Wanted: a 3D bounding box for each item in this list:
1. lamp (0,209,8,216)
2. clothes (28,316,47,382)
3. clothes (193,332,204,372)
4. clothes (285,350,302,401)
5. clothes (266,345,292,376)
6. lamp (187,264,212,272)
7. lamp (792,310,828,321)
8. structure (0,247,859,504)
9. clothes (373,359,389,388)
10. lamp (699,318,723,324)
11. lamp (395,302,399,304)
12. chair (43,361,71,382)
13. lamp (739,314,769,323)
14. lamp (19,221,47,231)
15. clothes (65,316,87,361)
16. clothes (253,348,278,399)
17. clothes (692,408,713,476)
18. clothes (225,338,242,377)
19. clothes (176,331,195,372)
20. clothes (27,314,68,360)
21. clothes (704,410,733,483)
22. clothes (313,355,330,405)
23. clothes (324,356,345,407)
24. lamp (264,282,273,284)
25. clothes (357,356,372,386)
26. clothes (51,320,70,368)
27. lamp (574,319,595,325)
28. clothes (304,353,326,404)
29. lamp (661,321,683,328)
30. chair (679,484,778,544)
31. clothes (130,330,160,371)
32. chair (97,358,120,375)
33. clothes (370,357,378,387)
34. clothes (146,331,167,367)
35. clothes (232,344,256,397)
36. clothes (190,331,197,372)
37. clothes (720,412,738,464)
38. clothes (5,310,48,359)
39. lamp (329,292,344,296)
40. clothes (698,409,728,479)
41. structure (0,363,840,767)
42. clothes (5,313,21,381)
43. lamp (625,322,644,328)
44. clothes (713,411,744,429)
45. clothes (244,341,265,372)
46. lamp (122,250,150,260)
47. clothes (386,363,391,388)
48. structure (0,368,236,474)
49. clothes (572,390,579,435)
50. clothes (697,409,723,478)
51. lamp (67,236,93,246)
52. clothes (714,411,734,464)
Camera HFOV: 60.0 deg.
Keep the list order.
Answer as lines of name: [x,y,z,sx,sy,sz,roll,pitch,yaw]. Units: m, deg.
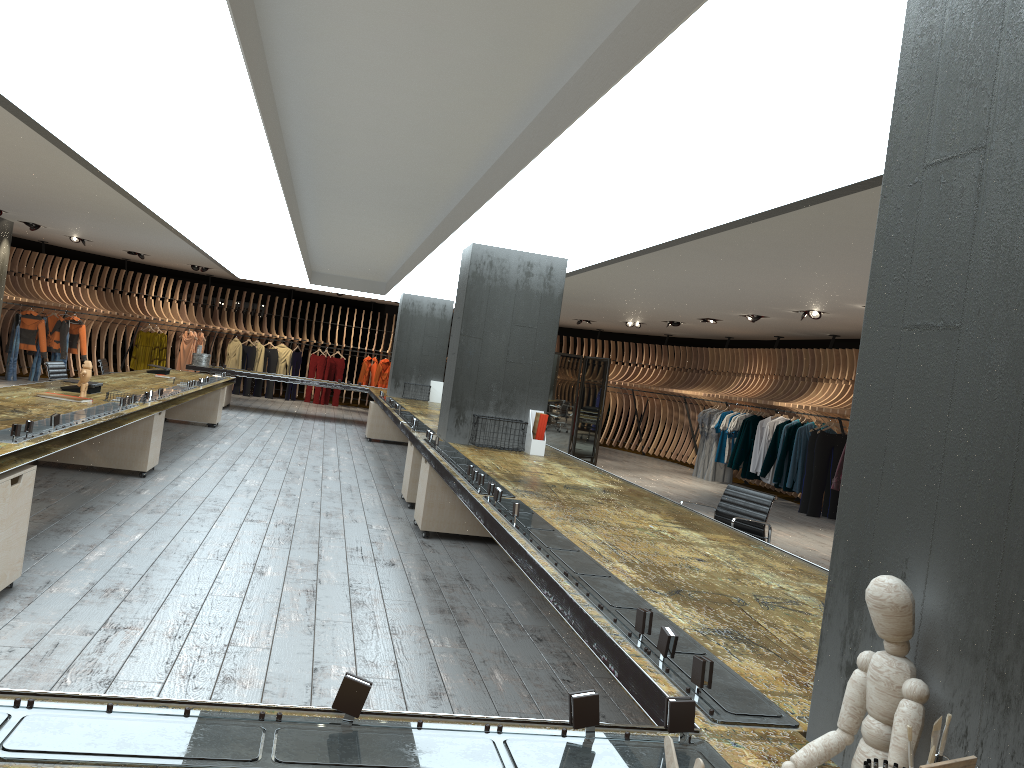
lamp: [-7.665,-2.625,13.098,0.269,0.292,0.493,8,0,-12]
clothes: [-9.217,-0.613,17.206,0.200,1.422,0.309,8,0,-20]
clothes: [-7.305,-0.630,20.588,0.448,1.156,0.125,8,0,43]
clothes: [-5.393,-0.153,21.879,0.087,1.353,0.539,8,0,13]
clothes: [-5.687,-0.519,21.712,0.705,0.890,0.250,8,0,9]
lamp: [-6.728,-2.570,19.155,0.269,0.297,0.492,8,0,38]
lamp: [3.974,-0.986,11.781,0.269,0.301,0.493,8,0,-12]
structure: [-0.535,0.008,5.193,14.875,2.440,36.573,8,1,-12]
clothes: [-3.267,-0.206,22.372,0.201,0.881,0.839,8,0,18]
lamp: [3.328,-1.119,14.904,0.269,0.294,0.493,8,0,-12]
lamp: [-2.608,-2.022,21.192,0.492,0.298,0.269,8,0,-3]
chair: [-4.876,0.211,9.879,0.667,0.859,0.694,8,0,-16]
lamp: [3.652,-1.058,13.343,0.269,0.286,0.493,8,0,-12]
lamp: [-7.930,-2.682,14.668,0.269,0.292,0.493,8,0,-5]
clothes: [-8.962,-0.944,18.044,0.840,0.881,0.200,8,0,18]
clothes: [-5.992,-0.228,21.572,0.539,1.353,0.087,8,0,13]
clothes: [3.718,1.176,16.444,0.677,1.434,0.204,8,0,3]
clothes: [-6.642,-0.643,21.132,0.705,0.890,0.249,8,0,39]
clothes: [-7.506,-0.655,20.392,0.447,1.156,0.125,8,0,23]
clothes: [-9.086,-0.952,17.481,0.839,0.881,0.200,8,0,8]
clothes: [3.801,1.193,16.035,0.676,1.434,0.204,8,0,-27]
clothes: [-4.744,-0.057,22.111,0.093,1.338,0.552,8,0,-42]
clothes: [-4.467,-0.020,22.185,0.552,1.338,0.093,8,0,28]
lamp: [-5.556,-2.427,20.217,0.492,0.284,0.269,8,0,-32]
clothes: [-3.698,-0.265,22.317,0.201,0.881,0.839,8,0,3]
clothes: [-9.078,-0.601,17.784,0.308,1.422,0.200,8,0,-40]
lamp: [1.582,-1.419,19.272,0.269,0.292,0.493,8,0,-44]
clothes: [-4.902,-0.078,22.063,0.552,1.338,0.093,8,0,33]
lamp: [3.003,-1.186,16.465,0.269,0.291,0.493,8,0,-16]
chair: [1.378,1.129,6.065,0.667,0.859,0.694,8,0,-36]
clothes: [-8.112,-0.666,19.640,0.665,1.045,0.168,8,0,19]
chair: [-5.334,0.119,12.042,0.667,0.859,0.694,8,0,-26]
clothes: [-3.479,-0.236,22.398,0.201,0.881,0.839,8,0,-7]
clothes: [-8.010,-0.654,19.791,0.665,1.045,0.168,8,0,19]
clothes: [-6.430,-0.286,21.306,0.540,1.353,0.087,8,0,23]
clothes: [-7.425,-0.645,20.477,0.125,1.156,0.448,8,0,-42]
clothes: [3.965,0.956,15.458,0.743,0.931,0.158,8,0,-8]
clothes: [-9.257,-0.971,16.943,0.839,0.881,0.201,8,0,3]
lamp: [-4.150,-2.235,20.921,0.492,0.296,0.269,8,0,-18]
clothes: [3.775,1.188,16.168,0.677,1.434,0.204,8,0,3]
structure: [-2.114,0.613,9.040,4.833,0.844,18.484,8,1,-12]
clothes: [-9.321,-0.620,16.621,0.200,1.422,0.309,8,0,-35]
lamp: [2.480,-1.280,17.968,0.269,0.287,0.493,8,0,-31]
clothes: [3.917,0.947,15.694,0.744,0.931,0.158,8,0,12]
clothes: [-6.214,-0.587,21.436,0.705,0.890,0.249,8,0,29]
lamp: [-7.524,-2.665,17.784,0.269,0.293,0.492,8,0,21]
clothes: [-3.023,-0.172,22.371,0.200,0.881,0.840,8,0,-32]
structure: [-3.938,0.361,8.876,1.161,0.844,10.456,8,1,-12]
clothes: [1.403,0.642,20.860,0.443,1.129,0.127,8,0,-40]
clothes: [3.748,1.182,16.306,0.676,1.434,0.204,8,0,-22]
lamp: [-7.935,-2.701,16.254,0.269,0.296,0.492,8,0,8]
clothes: [3.880,0.958,15.587,0.738,0.971,0.167,8,0,-3]
